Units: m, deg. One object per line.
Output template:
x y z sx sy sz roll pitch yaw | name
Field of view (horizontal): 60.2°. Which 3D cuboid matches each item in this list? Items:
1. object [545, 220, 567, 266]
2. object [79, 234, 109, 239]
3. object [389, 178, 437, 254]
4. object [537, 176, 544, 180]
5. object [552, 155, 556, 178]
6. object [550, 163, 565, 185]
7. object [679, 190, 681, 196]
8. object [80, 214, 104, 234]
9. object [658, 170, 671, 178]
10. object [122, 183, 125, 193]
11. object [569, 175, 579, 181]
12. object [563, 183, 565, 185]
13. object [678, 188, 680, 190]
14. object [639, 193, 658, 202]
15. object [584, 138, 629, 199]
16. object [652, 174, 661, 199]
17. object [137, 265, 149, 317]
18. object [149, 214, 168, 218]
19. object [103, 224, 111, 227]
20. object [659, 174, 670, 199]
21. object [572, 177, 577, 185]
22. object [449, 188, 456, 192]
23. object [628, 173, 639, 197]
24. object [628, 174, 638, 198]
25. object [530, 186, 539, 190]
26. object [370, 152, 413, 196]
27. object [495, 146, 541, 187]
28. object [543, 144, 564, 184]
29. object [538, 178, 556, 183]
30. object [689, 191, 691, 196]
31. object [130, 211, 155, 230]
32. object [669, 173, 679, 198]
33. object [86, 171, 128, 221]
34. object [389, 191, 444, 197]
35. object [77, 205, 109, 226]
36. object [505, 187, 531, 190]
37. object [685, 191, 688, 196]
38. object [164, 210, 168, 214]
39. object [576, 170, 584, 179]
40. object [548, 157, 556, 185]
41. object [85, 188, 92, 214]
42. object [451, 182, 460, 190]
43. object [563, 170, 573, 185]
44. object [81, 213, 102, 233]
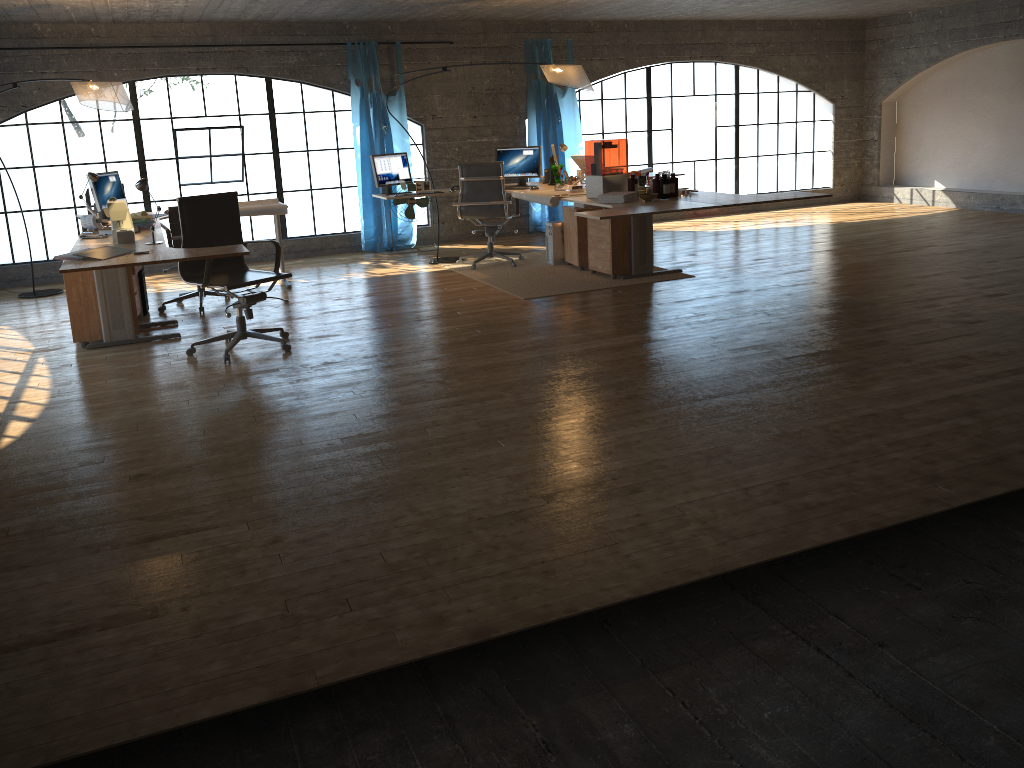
0.583 -1.373 8.520 0.482 0.403 0.203 -7 13 -17 | object
-2.852 -1.009 6.025 0.180 0.025 0.077 -1 16 8 | object
-1.157 -1.924 9.992 0.491 0.786 0.591 -7 14 -16 | object
0.354 -2.129 9.097 0.144 0.031 0.155 -8 17 -17 | object
0.430 -2.255 9.212 0.085 0.272 0.086 -8 13 -22 | object
0.445 -2.065 8.670 0.115 0.216 0.251 4 16 27 | object
1.324 -1.505 6.958 0.019 0.039 0.020 1 13 19 | object
-3.030 -1.152 6.349 0.154 0.133 0.101 0 14 13 | object
1.188 -1.562 6.884 0.099 0.210 0.096 -8 14 -23 | object
-3.397 -1.605 7.679 0.085 0.272 0.086 -7 13 -19 | object
0.636 -2.145 9.185 0.135 0.056 0.158 -5 16 -6 | object
0.546 -1.967 8.655 0.132 0.025 0.134 -9 18 -21 | object
1.326 -1.522 6.992 0.025 0.054 0.025 -14 16 -40 | object
1.026 -1.400 6.634 0.148 0.054 0.149 12 22 42 | object
0.764 -1.735 7.102 0.272 0.449 0.225 -11 15 -31 | object
1.125 -1.530 6.822 0.079 0.183 0.081 -4 12 -4 | object
-3.171 -0.734 7.016 0.482 0.403 0.203 -7 13 -17 | object
-3.043 -1.387 7.347 0.187 0.011 0.501 -2 17 3 | object
-3.090 -1.219 6.771 0.097 0.023 0.109 -5 17 -8 | object
1.167 -1.511 6.752 0.080 0.183 0.081 -6 13 -14 | object
0.604 -1.970 8.570 0.035 0.077 0.100 3 16 24 | object
-0.571 -1.862 8.485 0.059 0.033 0.103 -6 16 -11 | object
0.968 -1.585 7.030 0.080 0.183 0.081 -6 13 -14 | object
0.951 -1.555 6.934 0.079 0.183 0.081 -4 12 -4 | object
0.209 -1.841 8.284 0.059 0.033 0.102 11 21 41 | object
-1.165 -2.041 8.574 0.287 0.383 0.477 7 18 37 | object
0.062 -2.151 8.735 0.470 0.383 0.291 2 14 18 | object
0.447 -2.229 8.931 0.285 0.383 0.480 -2 15 3 | object
0.377 -2.099 9.111 0.205 0.035 0.208 -10 18 -23 | object
1.395 -1.490 6.902 0.017 0.036 0.017 2 14 22 | object
-2.749 -1.193 6.447 0.256 0.127 0.257 -8 17 -18 | object
1.244 -1.534 6.813 0.080 0.183 0.081 -6 13 -14 | object
-3.380 -1.578 7.398 0.285 0.383 0.480 -2 15 3 | object
-0.906 -1.812 8.411 0.492 0.011 0.190 -10 18 -21 | object
-3.283 -1.319 6.899 0.192 0.161 0.171 -14 18 -36 | object
-0.050 -1.886 8.513 0.492 0.011 0.190 8 20 32 | object
1.373 -1.506 6.948 0.026 0.043 0.026 3 14 22 | object
-2.976 -1.500 7.677 0.101 0.033 0.060 1 16 12 | object
0.722 -2.203 9.289 0.083 0.098 0.111 -6 15 -11 | object
0.389 -2.101 8.703 0.085 0.272 0.086 2 13 24 | object
-3.439 -1.450 7.170 0.085 0.272 0.086 2 13 21 | object
-0.494 -1.969 8.746 0.279 0.080 0.421 0 17 9 | object
0.536 -1.990 8.511 0.085 0.156 0.083 -11 15 -32 | object
-3.075 -1.176 6.448 0.134 0.126 0.040 -10 14 -26 | object
